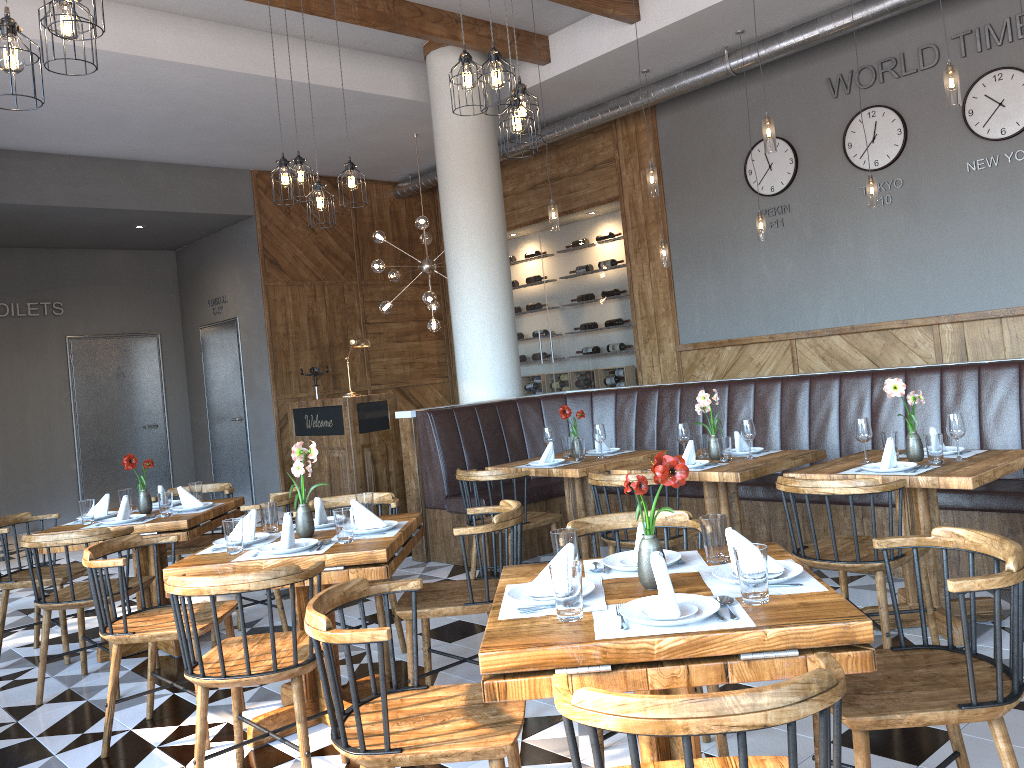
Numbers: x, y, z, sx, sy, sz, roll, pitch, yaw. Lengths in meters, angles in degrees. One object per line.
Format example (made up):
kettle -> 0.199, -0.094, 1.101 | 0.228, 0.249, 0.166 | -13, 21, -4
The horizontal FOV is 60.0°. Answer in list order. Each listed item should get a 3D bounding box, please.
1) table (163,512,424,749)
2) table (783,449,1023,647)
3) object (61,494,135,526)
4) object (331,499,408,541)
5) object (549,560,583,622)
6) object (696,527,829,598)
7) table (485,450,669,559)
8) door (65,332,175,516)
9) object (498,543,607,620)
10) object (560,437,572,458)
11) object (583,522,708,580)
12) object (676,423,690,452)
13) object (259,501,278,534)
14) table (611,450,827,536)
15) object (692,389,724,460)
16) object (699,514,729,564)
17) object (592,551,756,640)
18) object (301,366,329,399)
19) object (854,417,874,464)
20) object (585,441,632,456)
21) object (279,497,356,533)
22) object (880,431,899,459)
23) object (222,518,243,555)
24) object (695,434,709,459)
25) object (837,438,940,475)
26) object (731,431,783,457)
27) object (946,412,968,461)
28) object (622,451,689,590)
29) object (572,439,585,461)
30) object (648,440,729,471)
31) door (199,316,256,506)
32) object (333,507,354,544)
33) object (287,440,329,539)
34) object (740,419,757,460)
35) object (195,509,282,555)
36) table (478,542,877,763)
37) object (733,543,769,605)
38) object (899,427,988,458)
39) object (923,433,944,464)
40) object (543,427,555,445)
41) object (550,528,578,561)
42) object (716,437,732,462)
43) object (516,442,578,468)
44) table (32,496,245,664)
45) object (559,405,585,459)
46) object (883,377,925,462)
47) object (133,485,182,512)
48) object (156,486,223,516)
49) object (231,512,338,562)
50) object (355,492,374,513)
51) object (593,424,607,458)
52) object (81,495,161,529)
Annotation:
table -> -0.825, 1.023, 3.706 | 0.864, 0.765, 0.864 | -6, 0, 3
table -> 1.911, 0.743, 4.139 | 0.852, 0.765, 0.848 | -5, 0, -42
object -> -2.390, 0.708, 5.128 | 0.272, 0.137, 0.352 | -6, 0, 3
object -> -0.603, 0.548, 3.710 | 0.272, 0.137, 0.352 | -6, 0, 3
object -> 0.134, 0.497, 2.125 | 0.080, 0.132, 0.080 | -5, -1, -37
object -> 0.636, 0.442, 2.328 | 0.272, 0.137, 0.352 | -6, 0, 3
table -> 0.456, 0.867, 5.768 | 0.852, 0.765, 0.848 | -5, 0, -42
door -> -5.141, 0.529, 11.701 | 1.209, 2.397, 0.114 | -5, -2, -42
object -> 0.102, 0.495, 2.349 | 0.272, 0.137, 0.352 | -6, 0, 3
object -> 0.369, 0.424, 5.924 | 0.080, 0.132, 0.080 | -5, -1, -42
object -> 0.381, 0.464, 2.605 | 0.352, 0.137, 0.272 | -6, 0, 3
object -> 0.980, 0.332, 5.057 | 0.081, 0.215, 0.081 | -7, -2, 40
object -> -1.078, 0.595, 3.940 | 0.080, 0.132, 0.080 | -5, -1, -27
table -> 1.188, 0.805, 4.948 | 0.852, 0.765, 0.848 | -5, 0, -42
object -> 1.104, 0.228, 4.963 | 0.146, 0.400, 0.206 | -5, -1, -34
object -> 0.585, 0.447, 2.549 | 0.080, 0.132, 0.080 | -5, -1, -37
object -> 0.358, 0.473, 2.072 | 0.352, 0.137, 0.272 | -6, 0, 3
object -> -2.258, 0.627, 10.469 | 0.375, 1.660, 0.374 | -5, -2, -19
object -> 1.692, 0.271, 4.260 | 0.081, 0.215, 0.081 | -6, -1, 12
object -> 0.608, 0.397, 5.951 | 0.272, 0.137, 0.351 | -6, 0, -42
object -> -0.858, 0.570, 3.987 | 0.352, 0.137, 0.272 | -6, 0, 3
object -> 1.832, 0.299, 4.286 | 0.080, 0.132, 0.080 | -5, -1, -42
object -> -1.100, 0.603, 3.506 | 0.080, 0.132, 0.080 | -5, -1, -27
object -> 1.101, 0.361, 5.104 | 0.080, 0.132, 0.080 | -5, -1, -42
object -> 1.678, 0.316, 3.966 | 0.272, 0.137, 0.351 | -6, 0, -42
object -> 1.338, 0.335, 5.135 | 0.272, 0.137, 0.351 | -6, 0, -42
object -> 2.031, 0.240, 4.045 | 0.081, 0.215, 0.081 | -6, -1, 12
object -> 0.391, 0.357, 2.324 | 0.171, 0.355, 0.156 | -6, -1, 13
object -> 0.431, 0.421, 5.666 | 0.080, 0.132, 0.080 | -6, -1, 33
object -> 0.942, 0.379, 4.790 | 0.272, 0.137, 0.351 | -6, 0, -42
door -> -3.697, 0.388, 11.416 | 0.114, 2.397, 1.203 | -4, -2, -42
object -> -0.660, 0.559, 3.489 | 0.080, 0.132, 0.080 | -5, -1, -27
object -> -0.861, 0.441, 3.730 | 0.146, 0.400, 0.206 | -5, -1, -30
object -> 1.300, 0.303, 4.863 | 0.081, 0.215, 0.081 | -5, -1, -11
object -> -1.137, 0.601, 3.731 | 0.272, 0.137, 0.352 | -6, 0, 3
table -> 0.409, 0.918, 2.325 | 0.864, 0.765, 0.864 | -6, 0, 3
object -> 0.573, 0.454, 2.109 | 0.080, 0.132, 0.080 | -5, -1, -27
object -> 2.073, 0.272, 4.311 | 0.272, 0.137, 0.351 | -6, 0, -42
object -> 1.913, 0.294, 4.008 | 0.080, 0.132, 0.080 | -5, -1, -37
object -> 0.247, 0.395, 5.877 | 0.081, 0.215, 0.081 | -7, -2, 40
object -> 0.156, 0.490, 2.559 | 0.080, 0.132, 0.080 | -5, -1, -37
object -> 1.164, 0.358, 4.846 | 0.080, 0.132, 0.080 | -6, -1, 33
object -> 0.213, 0.441, 5.606 | 0.272, 0.137, 0.351 | -6, 0, -42
table -> -2.073, 1.129, 5.103 | 0.864, 0.765, 0.864 | -6, 0, 3
object -> 0.390, 0.311, 5.792 | 0.170, 0.355, 0.156 | -7, -2, 41
object -> 1.853, 0.164, 4.166 | 0.207, 0.400, 0.146 | -5, -2, -40
object -> -2.111, 0.677, 5.384 | 0.352, 0.137, 0.272 | -6, 0, 3
object -> -1.855, 0.655, 5.107 | 0.272, 0.137, 0.352 | -6, 0, 3
object -> -0.881, 0.579, 3.455 | 0.352, 0.137, 0.272 | -6, 0, 3
object -> -0.649, 0.552, 3.930 | 0.080, 0.132, 0.080 | -5, -1, -27
object -> 0.567, 0.365, 5.683 | 0.081, 0.215, 0.081 | -5, -1, -11
object -> -2.134, 0.686, 4.851 | 0.352, 0.137, 0.272 | -6, 0, 3
